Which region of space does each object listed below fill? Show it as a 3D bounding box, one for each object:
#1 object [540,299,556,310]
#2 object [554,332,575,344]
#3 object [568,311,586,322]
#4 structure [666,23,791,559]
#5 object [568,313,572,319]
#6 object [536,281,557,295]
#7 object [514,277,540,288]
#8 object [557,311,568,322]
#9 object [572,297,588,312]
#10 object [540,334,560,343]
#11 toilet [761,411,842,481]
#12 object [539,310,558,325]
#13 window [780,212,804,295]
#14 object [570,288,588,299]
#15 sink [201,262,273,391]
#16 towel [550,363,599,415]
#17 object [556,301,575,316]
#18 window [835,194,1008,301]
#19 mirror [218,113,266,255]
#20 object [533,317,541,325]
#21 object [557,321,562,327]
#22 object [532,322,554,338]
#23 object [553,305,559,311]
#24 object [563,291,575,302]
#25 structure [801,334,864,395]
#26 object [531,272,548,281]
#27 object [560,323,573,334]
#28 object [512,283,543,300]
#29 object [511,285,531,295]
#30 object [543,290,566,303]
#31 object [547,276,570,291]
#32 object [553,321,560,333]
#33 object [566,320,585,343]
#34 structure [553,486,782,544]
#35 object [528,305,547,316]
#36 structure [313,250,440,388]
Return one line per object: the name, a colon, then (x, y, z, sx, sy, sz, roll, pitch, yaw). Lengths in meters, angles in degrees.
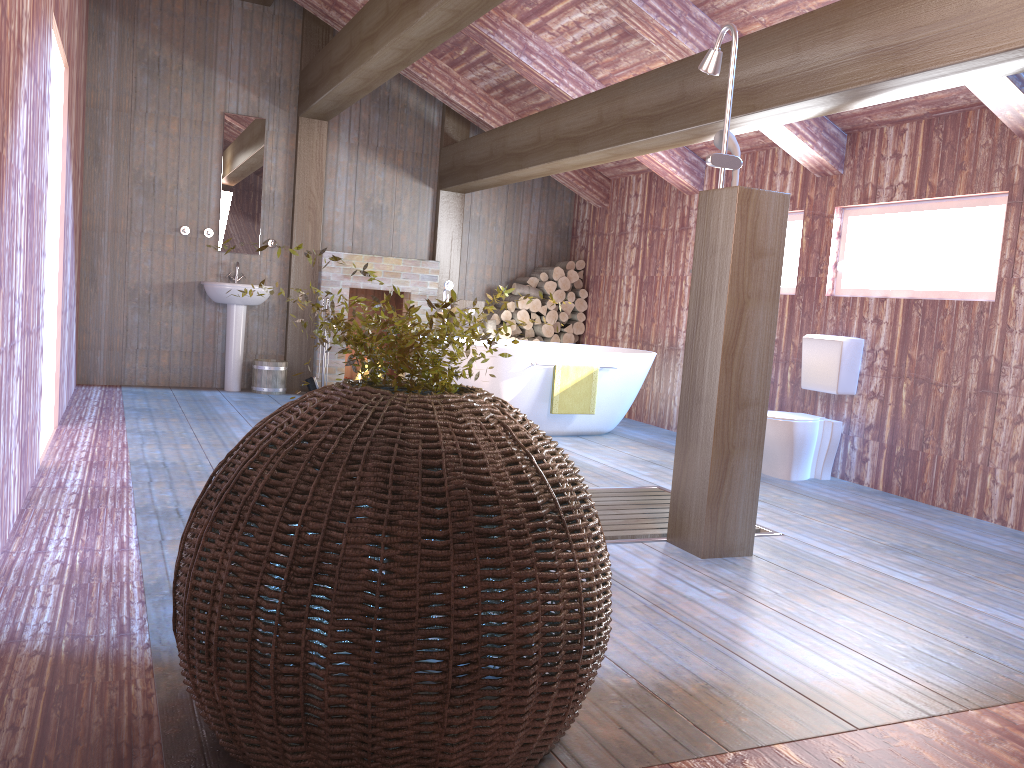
object: (0.298, -0.804, 8.885, 0.102, 0.109, 0.438, 2, 6, -24)
object: (0.468, -0.466, 9.017, 0.137, 0.133, 0.437, 2, 6, -26)
object: (0.604, -0.696, 9.041, 0.102, 0.109, 0.438, 2, 6, -24)
structure: (0.904, -0.401, 3.719, 0.328, 2.209, 0.522, 4, 5, -4)
object: (0.529, -0.703, 9.056, 0.088, 0.092, 0.280, 2, 6, -24)
object: (0.284, -0.973, 8.881, 0.139, 0.148, 0.458, 2, 6, -24)
object: (0.146, -1.013, 8.900, 0.140, 0.121, 0.319, 2, 6, -23)
object: (0.426, -0.692, 8.959, 0.102, 0.109, 0.438, 2, 6, -24)
object: (0.603, -0.815, 9.030, 0.147, 0.152, 0.439, 2, 6, -24)
object: (0.366, -0.456, 8.936, 0.114, 0.113, 0.301, 2, 6, -27)
toilet: (1.741, 0.392, 5.617, 0.534, 0.400, 0.375, 2, 6, -24)
object: (0.306, -0.675, 8.909, 0.136, 0.157, 0.439, 2, 6, -24)
window: (1.813, -0.974, 6.708, 0.054, 0.587, 1.255, 2, 6, -24)
object: (0.625, -0.926, 9.022, 0.102, 0.109, 0.438, 2, 6, -24)
sink: (-2.405, -0.496, 7.743, 0.582, 1.143, 0.475, 2, 6, -25)
towel: (0.450, 0.038, 6.340, 0.370, 0.361, 0.032, 2, 6, -28)
object: (0.452, -0.775, 8.994, 0.172, 0.151, 0.482, 2, 6, -23)
window: (2.425, -0.797, 5.299, 0.054, 0.587, 1.255, 2, 6, -24)
mirror: (-2.382, -1.756, 7.824, 0.350, 1.199, 0.009, 2, 6, -25)
object: (0.205, -0.647, 8.871, 0.085, 0.096, 0.280, 2, 6, -24)
object: (0.436, -0.608, 8.962, 0.065, 0.069, 0.177, 2, 6, -25)
object: (0.258, -0.553, 8.902, 0.141, 0.143, 0.437, 2, 6, -26)
object: (0.369, -0.752, 8.904, 0.095, 0.090, 0.278, 2, 6, -23)
object: (0.502, -0.887, 8.970, 0.089, 0.106, 0.437, 2, 6, -23)
structure: (2.036, -0.129, 5.678, 0.182, 0.363, 0.358, 2, 6, -24)
object: (0.273, -1.068, 8.833, 0.094, 0.097, 0.227, 2, 6, -24)
object: (0.480, -0.581, 9.000, 0.115, 0.112, 0.423, 2, 6, -24)
object: (0.148, -0.904, 8.696, 0.302, 0.157, 0.121, 2, 6, -24)
object: (0.092, -0.930, 8.885, 0.113, 0.130, 0.291, 2, 6, -24)
object: (0.374, -0.879, 8.915, 0.143, 0.151, 0.440, 2, 6, -24)
object: (0.420, -1.013, 8.919, 0.141, 0.143, 0.437, 2, 6, -26)
object: (0.371, -0.584, 8.935, 0.111, 0.118, 0.302, 2, 6, -25)
object: (0.577, -0.533, 9.060, 0.137, 0.256, 0.439, 2, 6, -24)
structure: (0.578, 0.642, 4.304, 1.000, 0.067, 1.000, 2, 6, -25)
object: (0.211, -0.736, 8.854, 0.109, 0.124, 0.424, 2, 6, -25)
structure: (-1.294, -0.546, 8.394, 1.130, 1.330, 0.226, 2, 6, -25)
